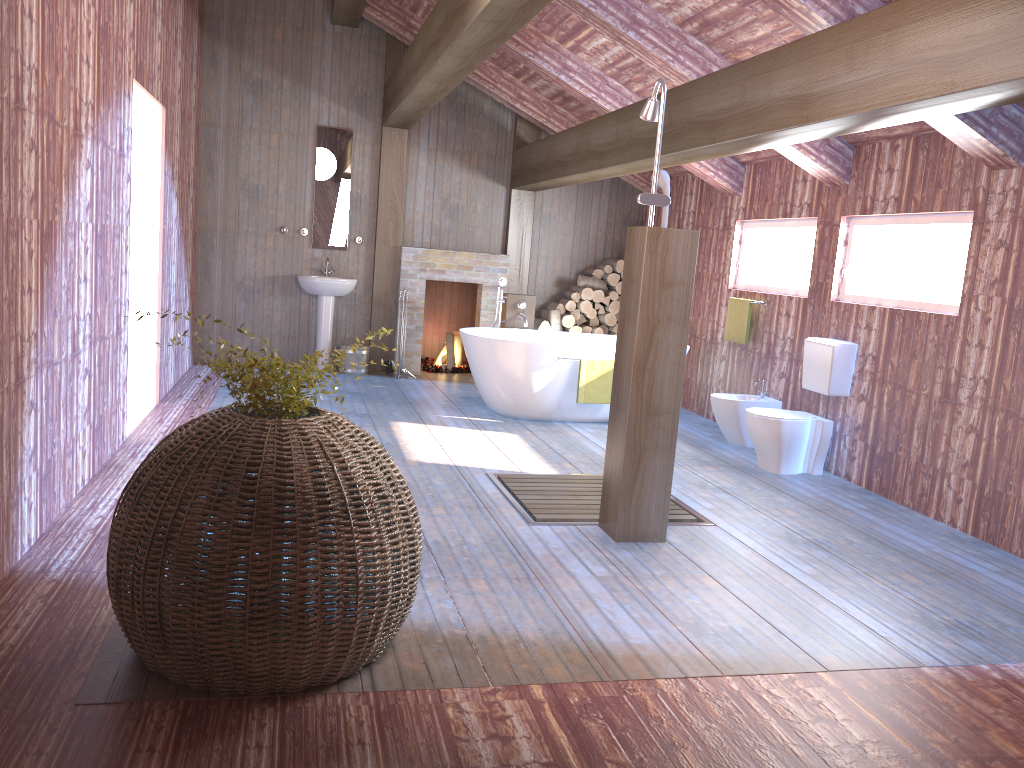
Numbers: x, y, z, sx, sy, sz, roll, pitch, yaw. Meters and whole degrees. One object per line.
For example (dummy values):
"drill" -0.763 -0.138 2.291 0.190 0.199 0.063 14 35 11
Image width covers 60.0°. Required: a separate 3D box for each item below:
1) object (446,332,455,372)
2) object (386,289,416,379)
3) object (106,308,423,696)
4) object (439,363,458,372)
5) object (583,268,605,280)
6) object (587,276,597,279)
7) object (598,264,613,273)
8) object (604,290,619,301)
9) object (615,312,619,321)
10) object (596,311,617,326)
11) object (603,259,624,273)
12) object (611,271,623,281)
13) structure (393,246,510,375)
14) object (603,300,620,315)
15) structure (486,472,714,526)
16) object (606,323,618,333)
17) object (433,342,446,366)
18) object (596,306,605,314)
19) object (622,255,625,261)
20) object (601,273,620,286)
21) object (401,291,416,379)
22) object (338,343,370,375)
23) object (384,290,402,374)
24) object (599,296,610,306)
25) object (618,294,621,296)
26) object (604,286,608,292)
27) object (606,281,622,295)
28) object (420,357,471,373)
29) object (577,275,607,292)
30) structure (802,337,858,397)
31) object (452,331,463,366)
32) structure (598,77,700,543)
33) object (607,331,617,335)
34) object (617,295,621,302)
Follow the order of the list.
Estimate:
"object" -0.670 -0.342 9.661 0.098 0.434 0.283 2 9 -16
"object" -1.136 -0.513 8.924 0.276 0.888 0.333 9 9 27
"object" -0.759 0.317 2.832 0.972 1.073 0.970 -1 10 -34
"object" -0.693 -0.182 9.691 0.085 0.084 0.278 10 10 32
"object" 0.873 -1.172 9.487 0.140 0.121 0.319 3 8 -13
"object" 0.815 -1.090 9.485 0.113 0.130 0.291 3 8 -13
"object" 0.987 -1.221 9.396 0.094 0.097 0.227 3 8 -13
"object" 1.015 -0.958 9.453 0.102 0.109 0.438 3 8 -14
"object" 1.092 -0.738 9.498 0.111 0.118 0.302 2 8 -15
"object" 0.973 -0.709 9.488 0.141 0.143 0.437 2 9 -16
"object" 1.099 -1.260 9.448 0.135 0.139 0.456 3 8 -13
"object" 1.146 -1.165 9.457 0.141 0.143 0.437 2 9 -16
"structure" -0.644 -0.727 9.263 1.130 1.330 0.226 2 8 -15
"object" 1.025 -0.830 9.481 0.136 0.157 0.439 3 8 -14
"structure" 0.444 0.658 4.957 1.000 0.067 1.000 2 8 -15
"object" 1.084 -0.611 9.506 0.114 0.113 0.301 2 9 -17
"object" -0.767 -0.314 9.814 0.221 0.306 0.121 6 8 13
"object" 0.918 -0.803 9.462 0.085 0.096 0.280 3 8 -13
"object" 1.274 -1.337 9.497 0.104 0.121 0.270 3 8 -13
"object" 1.004 -1.127 9.446 0.139 0.148 0.458 3 8 -14
"object" -1.047 -0.498 8.882 0.206 0.871 0.126 9 9 28
"object" -1.591 -0.250 8.933 0.309 0.290 0.308 4 8 -4
"object" -1.191 -0.518 8.855 0.136 0.846 0.062 -1 10 -33
"object" 0.923 -0.891 9.441 0.109 0.124 0.424 2 8 -15
"object" 1.185 -0.929 9.535 0.172 0.151 0.482 3 8 -13
"object" 0.926 -1.038 9.523 0.121 0.124 0.291 3 8 -13
"object" 1.096 -1.032 9.466 0.143 0.151 0.440 3 8 -14
"object" -0.752 -0.216 9.995 0.829 0.085 0.935 -1 10 -32
"object" 0.836 -1.055 9.290 0.302 0.157 0.121 3 8 -13
"structure" 2.140 -0.121 6.019 0.182 0.363 0.358 3 8 -14
"object" -0.621 -0.358 9.909 0.140 0.459 0.266 5 8 3
"structure" 0.683 -0.354 4.283 0.328 2.209 0.522 6 8 6
"object" 1.078 -0.504 9.518 0.116 0.117 0.289 2 9 -17
"object" 1.087 -0.904 9.462 0.095 0.090 0.278 3 8 -13
